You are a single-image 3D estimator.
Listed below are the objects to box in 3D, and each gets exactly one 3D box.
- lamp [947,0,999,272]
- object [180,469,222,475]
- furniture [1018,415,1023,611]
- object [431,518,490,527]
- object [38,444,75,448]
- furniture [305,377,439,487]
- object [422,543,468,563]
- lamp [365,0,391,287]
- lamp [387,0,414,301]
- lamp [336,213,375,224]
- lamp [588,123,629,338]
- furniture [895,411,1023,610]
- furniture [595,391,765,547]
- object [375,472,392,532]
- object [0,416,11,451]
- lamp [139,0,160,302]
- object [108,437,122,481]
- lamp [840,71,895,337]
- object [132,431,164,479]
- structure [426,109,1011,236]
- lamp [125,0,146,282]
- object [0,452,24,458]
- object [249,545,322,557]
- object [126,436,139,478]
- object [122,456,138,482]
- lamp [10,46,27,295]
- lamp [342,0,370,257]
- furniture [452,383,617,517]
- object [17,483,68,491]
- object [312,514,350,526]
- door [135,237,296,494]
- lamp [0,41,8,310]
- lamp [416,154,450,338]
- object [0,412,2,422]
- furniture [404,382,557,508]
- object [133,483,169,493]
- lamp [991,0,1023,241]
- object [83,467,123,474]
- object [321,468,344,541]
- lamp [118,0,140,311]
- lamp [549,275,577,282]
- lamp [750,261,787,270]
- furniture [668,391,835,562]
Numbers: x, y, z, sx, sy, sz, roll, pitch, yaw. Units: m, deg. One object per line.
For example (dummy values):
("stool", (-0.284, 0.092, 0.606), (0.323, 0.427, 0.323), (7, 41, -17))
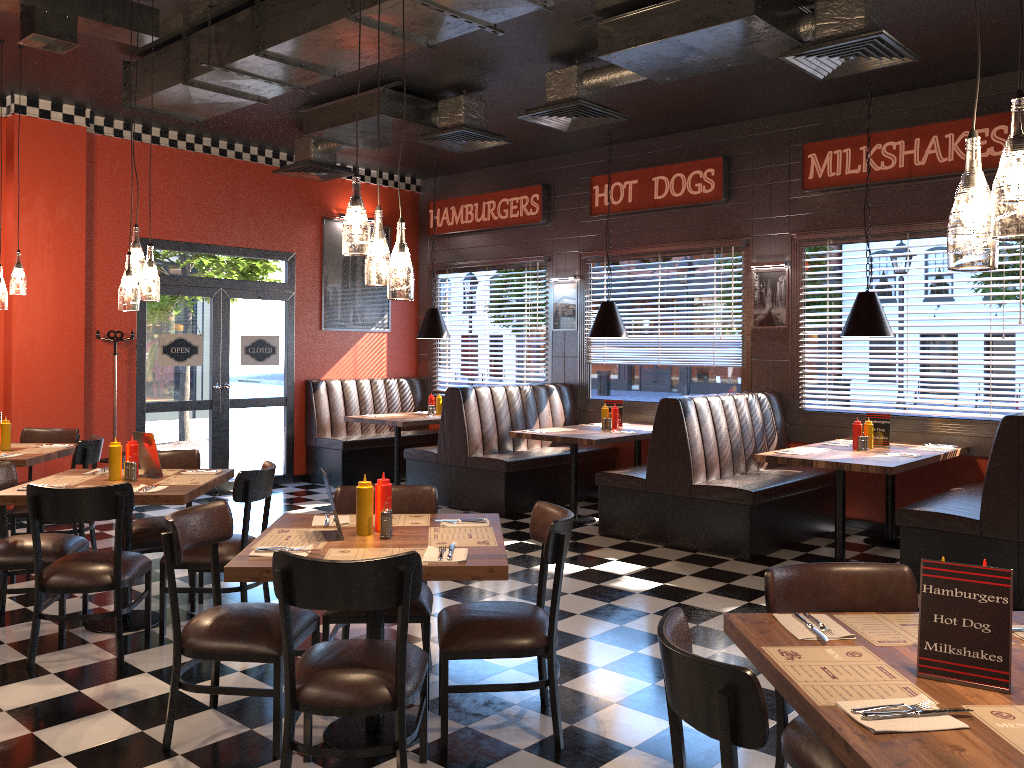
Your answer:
("lamp", (1.075, -1.247, 2.060), (0.108, 1.966, 0.108), (0, 0, -1))
("object", (-1.845, 0.513, 5.203), (0.255, 0.019, 0.157), (0, 2, 0))
("furniture", (3.807, 0.743, 5.598), (0.706, 1.154, 1.709), (1, 1, 42))
("object", (-0.221, 0.583, 3.745), (0.255, 0.019, 0.157), (0, 2, -4))
("object", (-3.356, 0.451, 6.481), (0.255, 0.019, 0.157), (0, 2, -2))
("furniture", (-1.506, 0.513, 10.406), (0.706, 1.154, 1.709), (1, 1, 42))
("object", (-0.237, 0.605, 3.188), (0.157, 0.019, 0.255), (0, 2, 0))
("lamp", (-0.534, -1.379, 3.581), (0.108, 1.966, 0.108), (0, 0, -6))
("lamp", (-0.434, -1.316, 3.509), (0.108, 1.966, 0.108), (1, 0, -36))
("lamp", (-1.823, -1.962, 10.520), (0.081, 0.056, 0.610), (2, 3, 42))
("lamp", (0.902, -1.454, 8.249), (0.382, 2.044, 0.382), (0, 0, 23))
("furniture", (3.284, 0.720, 6.072), (0.706, 1.154, 1.709), (1, 1, 42))
("furniture", (1.513, 0.644, 7.675), (0.706, 1.154, 1.709), (1, 1, 42))
("object", (-0.521, 0.476, 3.591), (0.068, 0.238, 0.068), (1, 0, -43))
("object", (-3.579, 0.348, 6.260), (0.068, 0.238, 0.068), (0, 0, 39))
("lamp", (-2.004, -1.443, 4.924), (0.108, 1.966, 0.108), (0, 0, 24))
("object", (-2.195, 0.412, 4.903), (0.068, 0.238, 0.068), (1, 0, -43))
("lamp", (2.670, -1.377, 6.649), (0.382, 2.044, 0.382), (0, 0, 23))
("object", (-2.062, 0.399, 5.014), (0.188, 0.257, 0.072), (1, 0, 32))
("structure", (3.145, -1.878, 7.288), (11.266, 0.438, 0.120), (2, 1, 42))
("lamp", (-2.113, -1.559, 4.996), (0.108, 1.966, 0.108), (0, 0, -1))
("object", (-3.382, 0.473, 5.924), (0.157, 0.019, 0.255), (0, 2, 1))
("object", (-0.811, 0.600, 3.202), (0.255, 0.019, 0.157), (0, 2, -1))
("object", (-2.131, 0.410, 4.971), (0.068, 0.238, 0.068), (1, 0, -43))
("object", (-2.100, 0.466, 4.876), (0.094, 0.136, 0.046), (1, 0, 32))
("lamp", (-3.539, -1.624, 6.367), (0.108, 1.966, 0.108), (0, 0, -16))
("lamp", (-0.604, -1.487, 3.472), (0.108, 1.966, 0.108), (0, 0, 14))
("furniture", (0.265, 0.590, 8.804), (0.706, 1.154, 1.709), (1, 1, 42))
("object", (-2.416, 0.533, 4.607), (0.255, 0.019, 0.157), (0, 2, -10))
("object", (-0.767, 0.578, 3.759), (0.157, 0.019, 0.255), (0, 2, -10))
("door", (-3.032, -0.160, 9.239), (0.128, 2.572, 1.800), (0, 0, 42))
("lamp", (-3.611, -1.507, 6.256), (0.108, 1.966, 0.108), (0, 0, -6))
("lamp", (-0.865, -1.530, 9.847), (0.382, 2.044, 0.382), (0, 0, 1))
("object", (-3.758, 0.334, 6.343), (0.188, 0.257, 0.072), (0, 0, -38))
("furniture", (-0.259, 0.567, 9.277), (0.706, 1.154, 1.709), (1, 1, 42))
("object", (-1.883, 0.537, 4.593), (0.157, 0.019, 0.255), (0, 2, -1))
("lamp", (1.116, -1.301, 1.944), (0.108, 1.966, 0.108), (0, 0, 29))
("object", (-2.401, 0.509, 5.187), (0.157, 0.019, 0.255), (0, 2, -3))
("object", (-0.708, 0.470, 3.488), (0.072, 0.257, 0.188), (0, 1, -18))
("lamp", (-2.076, -1.380, 4.824), (0.108, 1.966, 0.108), (1, 0, -36))
("lamp", (0.556, -1.153, 9.648), (0.334, 0.056, 0.081), (2, 2, 42))
("lamp", (2.330, -1.076, 8.042), (0.334, 0.056, 0.081), (2, 2, 42))
("furniture", (2.036, 0.666, 7.201), (0.706, 1.154, 1.709), (1, 1, 42))
